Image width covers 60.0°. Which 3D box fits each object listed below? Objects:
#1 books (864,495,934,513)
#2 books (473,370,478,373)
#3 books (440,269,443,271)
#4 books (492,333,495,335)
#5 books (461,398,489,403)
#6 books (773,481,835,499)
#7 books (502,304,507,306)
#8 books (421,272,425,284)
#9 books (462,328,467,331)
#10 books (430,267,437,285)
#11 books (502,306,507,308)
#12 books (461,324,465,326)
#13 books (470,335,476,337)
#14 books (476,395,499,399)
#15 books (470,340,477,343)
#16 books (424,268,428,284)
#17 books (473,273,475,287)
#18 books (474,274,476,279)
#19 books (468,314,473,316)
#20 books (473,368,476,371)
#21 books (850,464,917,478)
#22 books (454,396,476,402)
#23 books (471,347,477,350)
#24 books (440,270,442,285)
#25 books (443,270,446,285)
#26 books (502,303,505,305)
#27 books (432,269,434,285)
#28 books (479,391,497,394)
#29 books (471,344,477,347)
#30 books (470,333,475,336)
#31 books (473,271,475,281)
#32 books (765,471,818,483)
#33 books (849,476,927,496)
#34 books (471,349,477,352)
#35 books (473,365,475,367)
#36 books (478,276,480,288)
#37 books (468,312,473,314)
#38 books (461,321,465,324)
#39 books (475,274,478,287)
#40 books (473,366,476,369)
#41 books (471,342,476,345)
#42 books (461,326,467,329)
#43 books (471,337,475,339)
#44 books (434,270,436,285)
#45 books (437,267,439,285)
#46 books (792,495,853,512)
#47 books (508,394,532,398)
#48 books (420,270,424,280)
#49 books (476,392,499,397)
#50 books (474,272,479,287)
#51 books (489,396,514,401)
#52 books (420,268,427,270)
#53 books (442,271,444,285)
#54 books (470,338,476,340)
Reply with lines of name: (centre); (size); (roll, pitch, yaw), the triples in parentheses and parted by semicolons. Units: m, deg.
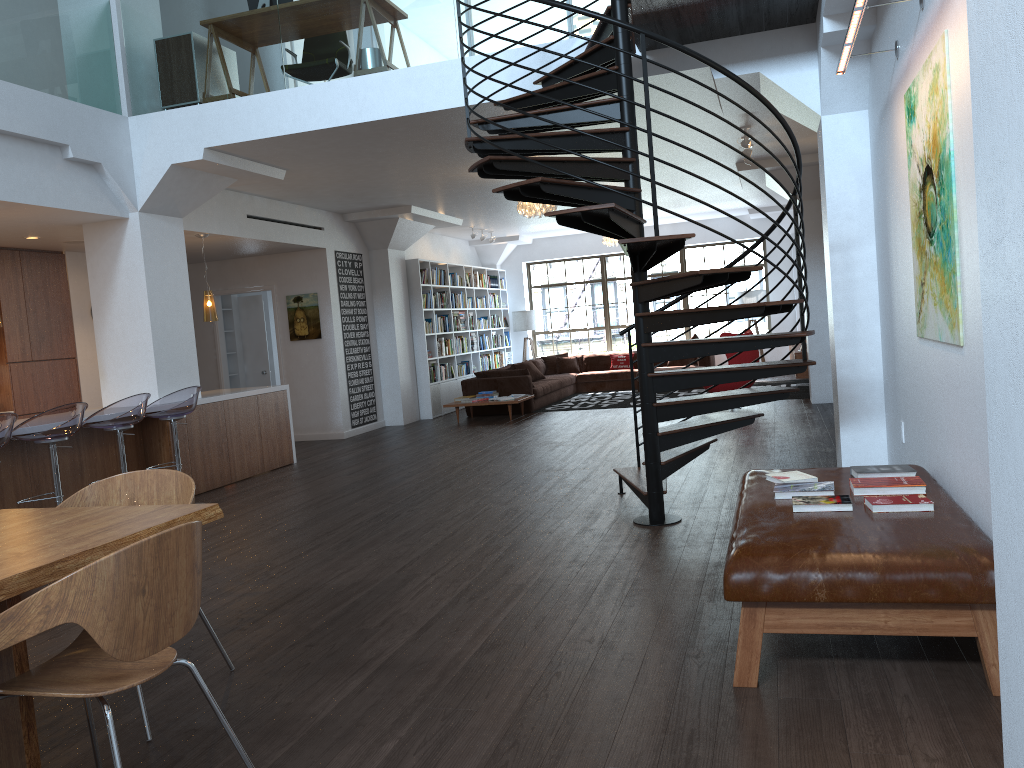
books: (1.511, 0.468, 3.471); (0.224, 0.036, 0.161); (-4, 4, 11)
books: (-0.766, -0.214, 15.596); (0.284, 0.035, 0.197); (-4, 4, 17)
books: (-1.199, -1.709, 14.304); (0.180, 0.265, 0.103); (-4, 4, 17)
books: (-0.440, -0.929, 16.641); (0.223, 0.031, 0.161); (-4, 4, 17)
books: (-0.532, 0.231, 12.616); (0.236, 0.035, 0.340); (-2, 5, 42)
books: (1.268, 0.461, 3.846); (0.247, 0.040, 0.185); (-3, 4, 20)
books: (-0.275, -1.531, 17.390); (0.284, 0.033, 0.197); (-3, 4, 32)
books: (-1.428, -1.609, 13.475); (0.167, 0.210, 0.162); (-4, 4, 17)
books: (-0.893, -0.922, 15.132); (0.171, 0.039, 0.246); (-4, 4, 17)
books: (-1.273, -1.696, 14.004); (0.176, 0.293, 0.125); (-4, 4, 17)
books: (-0.272, -1.497, 17.392); (0.197, 0.035, 0.284); (-8, 5, -43)
books: (-0.927, -0.998, 15.129); (0.180, 0.042, 0.259); (-4, 4, 17)
books: (-0.750, -0.834, 15.573); (0.208, 0.024, 0.144); (-3, 4, 22)
books: (-0.352, 0.191, 12.981); (0.312, 0.037, 0.216); (-4, 4, 7)
books: (-0.763, -0.745, 15.585); (0.253, 0.040, 0.183); (-4, 4, 17)
books: (-1.377, -1.646, 13.638); (0.170, 0.251, 0.118); (-4, 4, 17)
books: (-0.761, -1.830, 15.743); (0.189, 0.247, 0.057); (-4, 4, 17)
books: (-0.725, -1.838, 15.879); (0.159, 0.241, 0.038); (-4, 4, 17)
books: (-0.814, -1.195, 15.452); (0.223, 0.031, 0.161); (-4, 4, 17)
books: (-0.769, -0.248, 15.594); (0.284, 0.033, 0.197); (-5, 4, 2)
books: (1.709, 0.409, 4.088); (0.254, 0.044, 0.183); (-4, 4, 11)
books: (-0.672, 0.212, 13.015); (0.241, 0.045, 0.334); (-4, 4, 18)
books: (-0.759, -0.624, 15.592); (0.251, 0.037, 0.160); (-3, 4, 22)
books: (-1.212, -1.691, 14.161); (0.182, 0.253, 0.098); (-4, 4, 17)
books: (-1.164, -1.709, 14.343); (0.182, 0.255, 0.077); (-4, 4, 17)
books: (-0.277, -1.564, 17.382); (0.174, 0.032, 0.254); (-8, 5, -38)
books: (-1.309, -1.664, 13.870); (0.170, 0.251, 0.118); (-4, 4, 17)
books: (-0.357, 0.124, 12.978); (0.224, 0.027, 0.157); (-3, 4, 22)
books: (-0.760, -0.664, 15.614); (0.259, 0.040, 0.180); (-4, 4, 17)
books: (-0.758, -0.865, 15.565); (0.185, 0.041, 0.129); (-3, 4, 31)
books: (-0.731, -1.860, 15.785); (0.140, 0.298, 0.044); (-4, 4, 17)
books: (1.311, 0.443, 4.166); (0.161, 0.031, 0.223); (-5, 4, -5)
books: (1.601, 0.435, 3.788); (0.283, 0.043, 0.197); (-4, 4, 16)
books: (-0.755, -0.586, 15.591); (0.246, 0.038, 0.171); (-4, 4, 17)
books: (-0.774, -0.309, 15.592); (0.204, 0.025, 0.144); (-4, 4, 17)
books: (-0.674, -1.844, 16.040); (0.161, 0.223, 0.026); (-4, 4, 17)
books: (-0.815, -1.225, 15.458); (0.224, 0.030, 0.161); (-3, 4, 27)
books: (-0.914, -1.044, 15.135); (0.168, 0.045, 0.231); (-4, 4, 12)
books: (-0.709, -1.845, 15.922); (0.171, 0.246, 0.057); (-4, 4, 17)
books: (-0.775, -0.281, 15.596); (0.254, 0.032, 0.174); (-3, 4, 22)
books: (-0.754, -0.706, 15.594); (0.231, 0.044, 0.168); (-4, 4, 12)
books: (-0.900, -0.960, 15.128); (0.160, 0.039, 0.251); (-3, 4, 22)
books: (-0.742, -0.809, 15.565); (0.161, 0.026, 0.223); (-4, 4, 6)
books: (-1.290, -1.665, 13.920); (0.174, 0.242, 0.105); (-4, 4, 17)
books: (-1.259, -1.700, 14.065); (0.197, 0.290, 0.136); (-4, 4, 17)
books: (1.248, 0.482, 3.577); (0.224, 0.032, 0.161); (-4, 4, 17)
books: (0.094, 0.168, 12.777); (0.256, 0.035, 0.350); (-1, 5, 42)
books: (-1.445, -1.605, 13.385); (0.182, 0.215, 0.188); (-4, 4, 17)
books: (-0.358, 0.156, 12.983); (0.279, 0.035, 0.191); (-3, 4, 27)
books: (-0.690, -1.874, 16.000); (0.176, 0.290, 0.053); (-4, 4, 17)
books: (-0.151, 0.205, 12.492); (0.231, 0.040, 0.342); (-7, 4, -33)
books: (-1.391, -1.641, 13.597); (0.159, 0.248, 0.089); (-4, 4, 17)
books: (-1.191, -1.695, 14.246); (0.174, 0.243, 0.085); (-4, 4, 17)
books: (-0.758, -0.781, 15.587); (0.223, 0.032, 0.161); (-4, 4, 17)
